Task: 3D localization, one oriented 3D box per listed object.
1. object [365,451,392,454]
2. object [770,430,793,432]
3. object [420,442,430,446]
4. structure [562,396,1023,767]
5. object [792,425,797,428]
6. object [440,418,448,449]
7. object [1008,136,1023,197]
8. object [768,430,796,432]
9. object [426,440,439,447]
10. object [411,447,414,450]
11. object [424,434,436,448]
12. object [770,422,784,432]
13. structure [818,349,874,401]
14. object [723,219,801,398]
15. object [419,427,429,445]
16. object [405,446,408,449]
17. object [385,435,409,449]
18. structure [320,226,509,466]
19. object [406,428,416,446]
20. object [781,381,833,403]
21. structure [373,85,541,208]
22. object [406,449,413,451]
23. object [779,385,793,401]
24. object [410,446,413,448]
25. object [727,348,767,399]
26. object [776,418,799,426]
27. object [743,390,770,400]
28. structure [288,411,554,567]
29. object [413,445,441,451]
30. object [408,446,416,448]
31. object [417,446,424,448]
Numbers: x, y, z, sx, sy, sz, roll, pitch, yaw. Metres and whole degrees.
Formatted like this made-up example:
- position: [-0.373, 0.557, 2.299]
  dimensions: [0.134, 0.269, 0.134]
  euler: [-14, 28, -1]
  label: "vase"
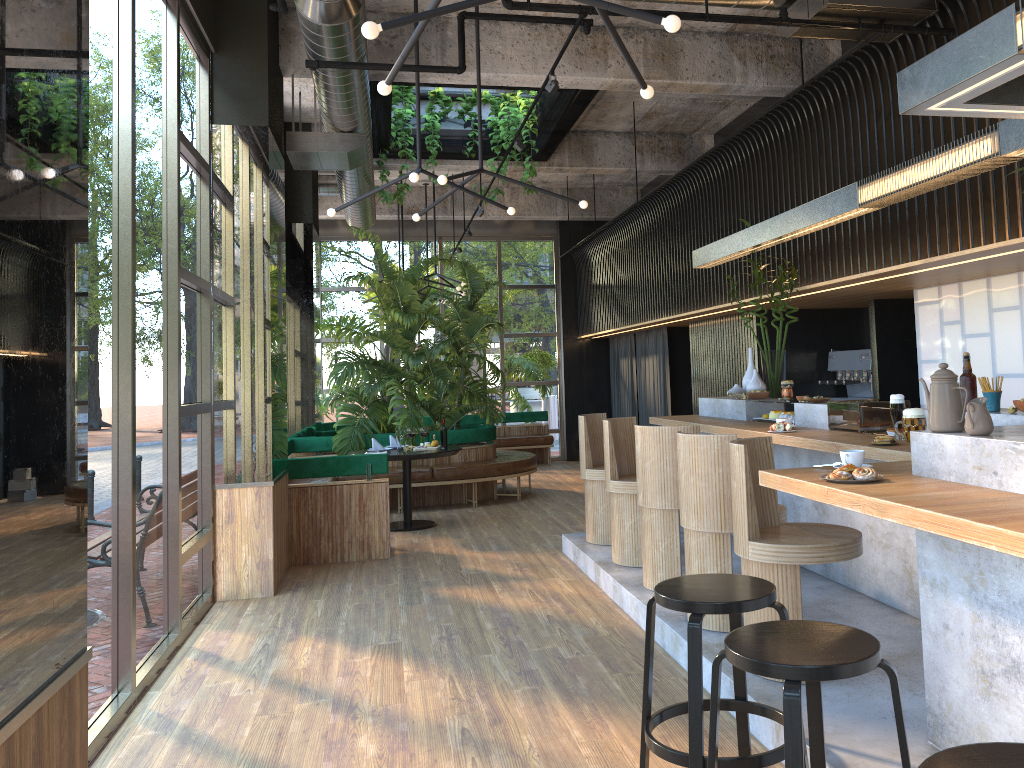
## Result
- position: [-1.282, 0.656, 8.519]
  dimensions: [0.260, 0.019, 0.154]
  euler: [-2, 0, -11]
  label: "object"
- position: [1.618, 0.282, 5.322]
  dimensions: [0.117, 0.005, 0.125]
  euler: [-2, 1, 29]
  label: "object"
- position: [-0.837, 0.607, 8.950]
  dimensions: [0.195, 0.038, 0.063]
  euler: [-2, -1, 22]
  label: "object"
- position: [3.766, 0.399, 4.643]
  dimensions: [5.966, 1.735, 6.968]
  euler: [-2, 0, -10]
  label: "structure"
- position: [1.698, 0.272, 5.536]
  dimensions: [0.164, 0.020, 0.156]
  euler: [-2, 0, -14]
  label: "object"
- position: [-0.673, 0.491, 8.760]
  dimensions: [0.068, 0.300, 0.068]
  euler: [-2, -4, 6]
  label: "object"
- position: [1.950, -0.480, 2.830]
  dimensions: [0.682, 1.554, 0.576]
  euler: [-2, -3, -6]
  label: "object"
- position: [1.619, 0.284, 5.326]
  dimensions: [0.167, 0.005, 0.167]
  euler: [-2, 1, 1]
  label: "object"
- position: [-0.795, 0.593, 8.858]
  dimensions: [0.099, 0.064, 0.161]
  euler: [-1, -1, -40]
  label: "object"
- position: [-0.988, 0.636, 8.801]
  dimensions: [0.032, 0.031, 0.039]
  euler: [-2, -1, 15]
  label: "object"
- position: [-0.811, 0.564, 8.766]
  dimensions: [0.145, 0.124, 0.096]
  euler: [-1, -2, -30]
  label: "object"
- position: [1.582, 0.256, 5.309]
  dimensions: [0.062, 0.059, 0.072]
  euler: [-1, -1, -20]
  label: "object"
- position: [3.416, 0.438, 8.672]
  dimensions: [0.561, 1.599, 0.819]
  euler: [-1, -3, -10]
  label: "structure"
- position: [2.010, -0.519, 6.955]
  dimensions: [0.647, 1.554, 0.606]
  euler: [-4, -4, 28]
  label: "object"
- position: [-0.896, 0.546, 9.073]
  dimensions: [0.106, 0.201, 0.098]
  euler: [-1, -3, -21]
  label: "object"
- position: [-1.071, 0.641, 8.964]
  dimensions: [0.024, 0.025, 0.046]
  euler: [-2, -1, 9]
  label: "object"
- position: [-1.182, 0.592, 9.129]
  dimensions: [0.242, 0.139, 0.223]
  euler: [-2, -1, -27]
  label: "object"
- position: [-1.238, -0.270, 11.163]
  dimensions: [2.523, 3.447, 2.562]
  euler: [-1, -3, -26]
  label: "structure"
- position: [-1.031, 0.550, 9.085]
  dimensions: [0.106, 0.201, 0.098]
  euler: [-1, -3, -21]
  label: "object"
- position: [1.937, 0.049, 6.046]
  dimensions: [0.213, 0.135, 0.793]
  euler: [-2, 0, -2]
  label: "object"
- position: [-0.470, -2.719, 10.060]
  dimensions: [2.114, 1.521, 1.447]
  euler: [-2, -2, 18]
  label: "structure"
- position: [-1.019, 0.647, 8.753]
  dimensions: [0.063, 0.013, 0.144]
  euler: [-2, 0, -14]
  label: "object"
- position: [1.937, 0.061, 6.301]
  dimensions: [0.086, 0.107, 0.160]
  euler: [-3, -2, 36]
  label: "object"
- position: [-1.000, 0.635, 8.889]
  dimensions: [0.033, 0.032, 0.036]
  euler: [-2, -1, -13]
  label: "object"
- position: [1.854, -0.085, 6.906]
  dimensions: [0.304, 0.399, 0.330]
  euler: [-4, -3, 38]
  label: "object"
- position: [1.719, 0.243, 5.541]
  dimensions: [0.138, 0.064, 0.106]
  euler: [-2, -1, -31]
  label: "object"
- position: [1.826, 0.079, 6.645]
  dimensions: [0.192, 0.073, 0.228]
  euler: [-2, 0, 10]
  label: "object"
- position: [1.262, 0.581, 4.944]
  dimensions: [6.153, 1.553, 19.673]
  euler: [-2, 0, -9]
  label: "structure"
- position: [-0.841, 0.636, 8.849]
  dimensions: [0.240, 0.019, 0.351]
  euler: [-2, 0, 0]
  label: "object"
- position: [-1.014, 0.637, 8.950]
  dimensions: [0.098, 0.028, 0.127]
  euler: [-2, 0, 5]
  label: "object"
- position: [-0.898, 0.622, 8.834]
  dimensions: [0.103, 0.013, 0.218]
  euler: [-2, 0, -4]
  label: "object"
